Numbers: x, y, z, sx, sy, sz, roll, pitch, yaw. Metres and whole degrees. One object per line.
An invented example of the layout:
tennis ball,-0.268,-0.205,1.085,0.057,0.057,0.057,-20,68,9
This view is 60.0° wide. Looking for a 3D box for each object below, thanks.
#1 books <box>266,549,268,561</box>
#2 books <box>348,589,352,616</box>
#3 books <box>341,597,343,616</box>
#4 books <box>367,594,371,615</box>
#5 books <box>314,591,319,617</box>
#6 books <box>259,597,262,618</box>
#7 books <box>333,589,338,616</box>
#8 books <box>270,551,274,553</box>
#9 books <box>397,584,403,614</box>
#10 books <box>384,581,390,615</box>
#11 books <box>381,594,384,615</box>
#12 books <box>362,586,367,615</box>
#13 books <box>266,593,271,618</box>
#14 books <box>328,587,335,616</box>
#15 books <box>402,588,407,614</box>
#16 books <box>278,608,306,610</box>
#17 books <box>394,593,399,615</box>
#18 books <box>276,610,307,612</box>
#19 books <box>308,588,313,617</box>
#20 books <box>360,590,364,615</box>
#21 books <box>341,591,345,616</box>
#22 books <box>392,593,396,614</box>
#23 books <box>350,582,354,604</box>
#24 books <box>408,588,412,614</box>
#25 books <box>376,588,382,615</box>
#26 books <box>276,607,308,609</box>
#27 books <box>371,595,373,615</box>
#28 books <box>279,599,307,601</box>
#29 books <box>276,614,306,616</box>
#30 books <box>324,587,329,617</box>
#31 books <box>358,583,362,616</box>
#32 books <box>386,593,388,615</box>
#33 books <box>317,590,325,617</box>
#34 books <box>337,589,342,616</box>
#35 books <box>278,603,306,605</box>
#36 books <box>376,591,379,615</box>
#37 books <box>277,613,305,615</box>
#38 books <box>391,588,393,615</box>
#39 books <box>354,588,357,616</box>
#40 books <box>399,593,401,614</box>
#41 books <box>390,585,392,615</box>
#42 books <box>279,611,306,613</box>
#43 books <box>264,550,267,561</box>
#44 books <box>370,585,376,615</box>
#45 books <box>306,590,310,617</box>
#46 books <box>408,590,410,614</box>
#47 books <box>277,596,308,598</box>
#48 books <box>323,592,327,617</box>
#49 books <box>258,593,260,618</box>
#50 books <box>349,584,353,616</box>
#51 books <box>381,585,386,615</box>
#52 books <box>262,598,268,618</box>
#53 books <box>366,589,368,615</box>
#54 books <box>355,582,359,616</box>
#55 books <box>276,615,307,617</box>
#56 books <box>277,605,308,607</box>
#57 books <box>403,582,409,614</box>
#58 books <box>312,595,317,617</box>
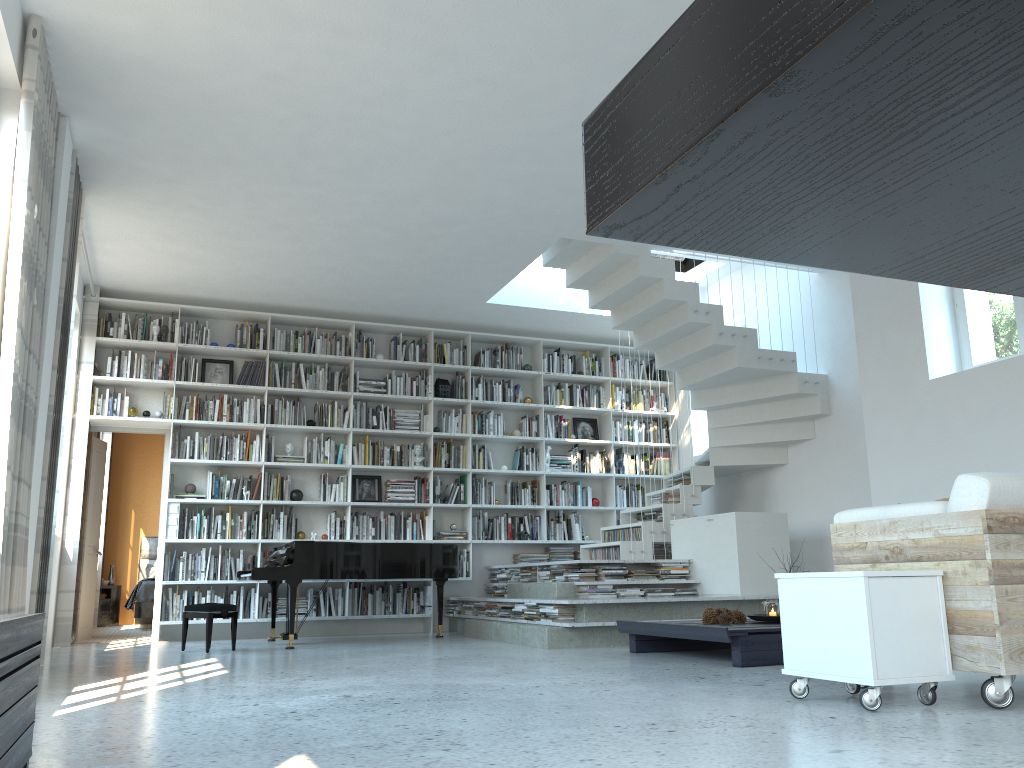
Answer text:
books,-2.360,1.735,8.504,0.013,0.287,0.161,4,-13,-21
books,-1.606,2.141,8.702,0.026,0.255,0.183,4,-13,-21
books,-1.680,2.175,8.674,0.024,0.179,0.172,4,-13,-21
books,-1.426,2.178,8.764,0.028,0.206,0.175,4,-13,-21
books,-1.901,2.133,8.604,0.028,0.237,0.136,4,-13,-21
books,-2.392,2.118,8.409,0.025,0.197,0.160,4,-13,-21
books,-1.731,2.136,8.678,0.025,0.258,0.133,4,-13,-21
books,-2.314,1.747,8.529,0.026,0.273,0.146,4,-13,-21
books,-1.126,2.158,8.892,0.011,0.292,0.184,4,-13,-21
books,-1.247,2.128,8.850,0.014,0.335,0.183,4,-13,-21
books,-1.302,2.193,8.832,0.024,0.203,0.145,4,-13,-21
books,-1.464,2.147,8.782,0.012,0.275,0.155,4,-13,-21
books,-2.318,2.104,8.432,0.023,0.231,0.164,4,-13,-21
books,-1.772,2.122,8.649,0.073,0.275,0.181,4,-13,-21
books,-1.096,2.178,8.889,0.044,0.250,0.187,4,-13,-21
books,-2.119,2.156,8.510,0.254,0.007,0.161,4,-14,-20
books,-1.160,2.196,8.863,0.010,0.205,0.180,4,-13,-21
books,-2.117,2.176,8.504,0.285,0.007,0.160,4,-13,-19
books,-1.956,2.116,8.586,0.031,0.265,0.144,4,-13,-21
books,-1.491,2.159,8.768,0.022,0.246,0.144,4,-13,-21
books,-1.667,2.153,8.705,0.021,0.237,0.116,4,-13,-21
books,-1.195,2.198,8.884,0.040,0.212,0.129,4,-13,-21
books,-1.582,2.106,8.738,0.014,0.339,0.140,4,-13,-21
books,-1.037,2.182,8.926,0.011,0.257,0.172,4,-13,-21
books,-1.328,2.163,8.831,0.028,0.260,0.133,4,-13,-21
books,-2.116,2.148,8.503,0.285,0.007,0.160,5,-14,-26
books,-1.410,2.191,8.801,0.030,0.196,0.143,4,-13,-21
books,-2.117,2.074,8.520,0.254,0.005,0.161,5,-14,-26
books,-2.120,2.210,8.500,0.254,0.007,0.161,4,-14,-21
books,-1.808,2.117,8.621,0.012,0.274,0.180,4,-13,-21
books,-1.514,2.124,8.755,0.034,0.310,0.170,4,-13,-21
books,-1.265,2.189,8.839,0.022,0.212,0.167,4,-13,-21
books,-1.856,2.126,8.611,0.062,0.252,0.178,4,-13,-21
books,-1.697,2.131,8.658,0.024,0.259,0.190,4,-13,-21
books,-2.122,2.113,8.518,0.254,0.005,0.161,4,-14,-22
books,-1.355,2.174,8.818,0.030,0.234,0.138,4,-13,-21
books,-2.120,2.203,8.500,0.254,0.007,0.161,4,-14,-20
books,-1.222,2.170,8.870,0.024,0.261,0.132,4,-13,-21
books,-1.555,2.146,8.743,0.025,0.263,0.145,4,-13,-21
books,-1.143,2.197,8.875,0.029,0.209,0.171,4,-13,-21
books,-1.234,2.153,8.851,0.014,0.287,0.185,4,-13,-21
books,-2.116,2.182,8.499,0.254,0.007,0.161,5,-14,-25
books,-2.369,1.736,8.497,0.010,0.281,0.149,4,-13,-21
books,-1.380,2.143,8.811,0.026,0.293,0.155,4,-13,-21
books,-1.971,2.117,8.563,0.012,0.253,0.161,4,-13,-21
books,-1.060,2.193,8.931,0.028,0.238,0.140,4,-13,-21
books,-2.117,2.047,8.525,0.285,0.005,0.160,3,-13,-16
books,-1.821,2.139,8.620,0.011,0.231,0.174,4,-13,-21
books,-2.411,2.101,8.410,0.012,0.230,0.138,4,-13,-21
books,-1.588,2.121,8.714,0.014,0.300,0.185,4,-13,-21
books,-1.281,2.152,8.836,0.013,0.284,0.185,4,-13,-21
books,-2.354,2.125,8.415,0.053,0.183,0.148,4,-13,-21
books,-1.453,2.158,8.785,0.012,0.254,0.151,4,-13,-21
books,-1.535,2.109,8.748,0.012,0.336,0.144,4,-13,-21
books,-2.120,2.224,8.498,0.285,0.007,0.160,4,-14,-21
books,-2.121,2.130,8.518,0.285,0.007,0.160,4,-14,-21
books,-1.071,2.149,8.910,0.013,0.316,0.187,4,-13,-21
books,-1.923,2.146,8.579,0.029,0.201,0.178,4,-13,-21
